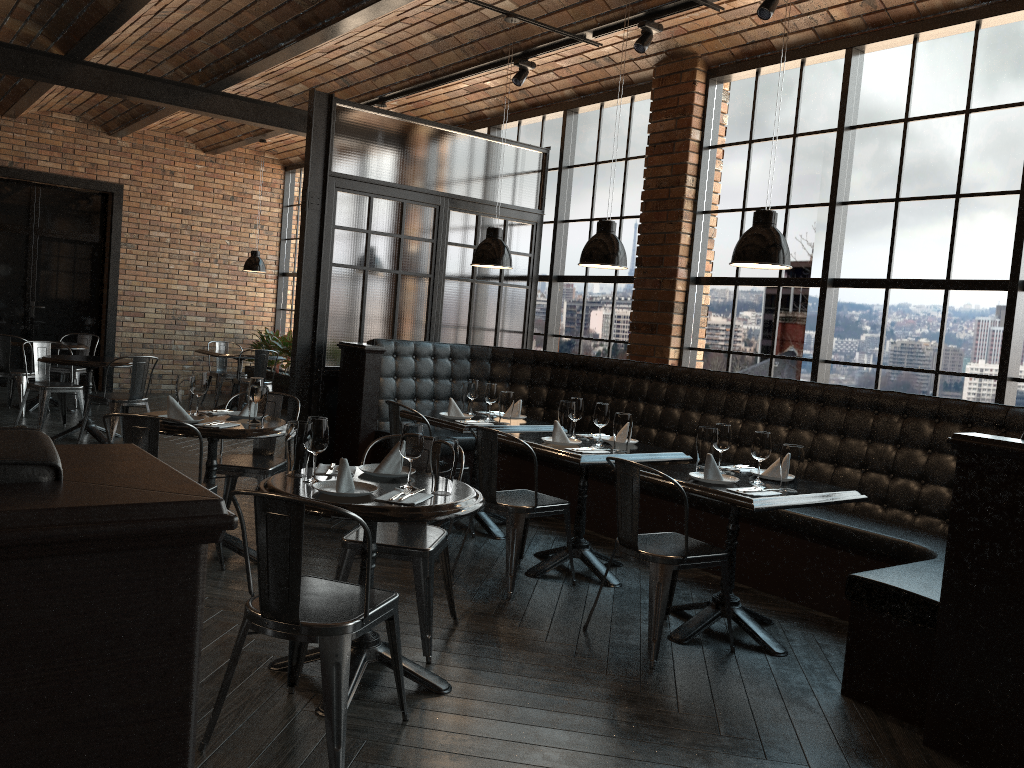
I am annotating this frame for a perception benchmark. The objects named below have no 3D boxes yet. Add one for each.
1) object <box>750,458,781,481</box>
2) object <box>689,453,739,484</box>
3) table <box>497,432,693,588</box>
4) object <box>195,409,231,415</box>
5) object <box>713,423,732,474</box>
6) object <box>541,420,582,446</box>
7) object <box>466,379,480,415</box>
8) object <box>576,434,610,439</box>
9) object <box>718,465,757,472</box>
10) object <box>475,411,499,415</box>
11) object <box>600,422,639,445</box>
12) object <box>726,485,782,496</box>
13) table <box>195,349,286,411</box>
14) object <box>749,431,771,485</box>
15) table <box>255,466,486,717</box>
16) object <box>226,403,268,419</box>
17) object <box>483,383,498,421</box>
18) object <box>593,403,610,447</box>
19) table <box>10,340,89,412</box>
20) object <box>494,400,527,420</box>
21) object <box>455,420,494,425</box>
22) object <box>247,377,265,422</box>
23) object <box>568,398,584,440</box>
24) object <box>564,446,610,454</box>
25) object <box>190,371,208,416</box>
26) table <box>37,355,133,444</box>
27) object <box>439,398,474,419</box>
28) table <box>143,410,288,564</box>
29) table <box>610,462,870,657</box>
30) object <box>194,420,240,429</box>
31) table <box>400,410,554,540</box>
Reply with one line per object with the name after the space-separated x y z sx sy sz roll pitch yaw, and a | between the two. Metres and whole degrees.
1.309 0.403 4.419 0.232 0.139 0.232 1 5 -43 | object
0.951 0.391 4.156 0.232 0.139 0.232 2 5 -40 | object
0.407 0.719 5.206 0.872 0.758 0.872 2 5 -37 | table
-1.707 0.158 5.093 0.157 0.019 0.255 7 5 33 | object
1.043 0.322 4.417 0.092 0.244 0.092 6 4 13 | object
0.286 0.275 5.040 0.232 0.139 0.232 2 5 -40 | object
-0.274 0.093 6.169 0.092 0.244 0.092 5 4 2 | object
0.505 0.319 5.484 0.255 0.019 0.157 2 5 -37 | object
1.170 0.434 4.600 0.255 0.019 0.157 2 5 -37 | object
-0.147 0.205 6.352 0.255 0.019 0.157 2 5 -37 | object
0.644 0.288 5.304 0.232 0.139 0.232 1 5 -43 | object
1.091 0.472 3.948 0.255 0.019 0.157 2 5 -37 | object
-3.484 -0.020 11.295 0.872 0.758 0.872 2 5 -37 | table
1.173 0.348 4.190 0.092 0.244 0.092 6 4 13 | object
-0.559 0.759 3.406 0.866 0.758 0.866 6 4 16 | table
-1.495 0.126 5.018 0.232 0.139 0.232 2 5 -41 | object
-0.144 0.119 5.942 0.092 0.244 0.092 5 4 2 | object
0.508 0.233 5.074 0.092 0.244 0.092 6 4 13 | object
-5.316 -0.094 10.105 0.866 0.758 0.866 6 4 11 | table
-0.008 0.174 6.171 0.232 0.139 0.232 1 5 -43 | object
-0.226 0.243 5.700 0.255 0.019 0.157 2 5 -37 | object
-1.400 0.087 4.843 0.092 0.244 0.092 6 4 16 | object
0.378 0.206 5.302 0.092 0.244 0.092 5 4 2 | object
0.426 0.356 4.833 0.255 0.019 0.157 2 5 -37 | object
-1.742 0.052 4.930 0.092 0.244 0.092 2 5 -40 | object
-3.981 0.138 8.326 0.866 0.758 0.866 8 5 41 | table
-0.366 0.161 5.908 0.232 0.139 0.232 2 5 -40 | object
-1.656 0.568 4.865 0.866 0.758 0.866 6 4 16 | table
1.066 0.834 4.329 0.872 0.758 0.872 2 5 -37 | table
-1.525 0.205 4.624 0.157 0.019 0.255 6 4 13 | object
-0.244 0.606 6.073 0.872 0.758 0.872 2 5 -37 | table
